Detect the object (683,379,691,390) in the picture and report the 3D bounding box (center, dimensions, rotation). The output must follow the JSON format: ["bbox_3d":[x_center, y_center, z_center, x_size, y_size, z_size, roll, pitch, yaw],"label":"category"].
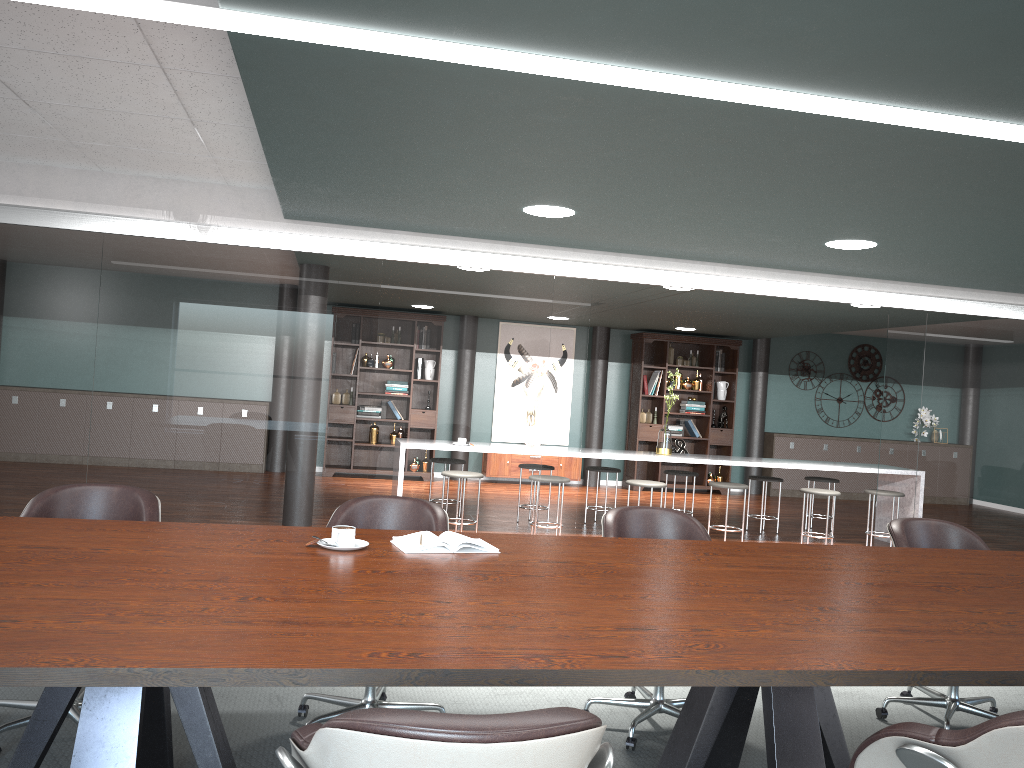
[{"bbox_3d":[2.259,-0.008,11.433,0.099,0.169,0.099,4,0,-37],"label":"object"}]

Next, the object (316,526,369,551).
[{"bbox_3d":[-0.475,0.432,2.497,0.146,0.056,0.146,4,0,13],"label":"object"}]

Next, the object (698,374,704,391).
[{"bbox_3d":[2.434,-0.023,11.487,0.092,0.222,0.092,4,0,23],"label":"object"}]

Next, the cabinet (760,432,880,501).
[{"bbox_3d":[0.233,0.837,11.105,12.287,0.820,0.402,4,0,-11],"label":"cabinet"}]

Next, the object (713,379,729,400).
[{"bbox_3d":[2.681,0.076,11.528,0.268,0.262,0.137,4,0,28],"label":"object"}]

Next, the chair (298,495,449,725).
[{"bbox_3d":[-0.452,0.789,3.022,0.535,0.761,0.518,4,0,9],"label":"chair"}]

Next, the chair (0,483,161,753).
[{"bbox_3d":[-1.379,0.725,2.833,0.535,0.761,0.518,4,0,-5],"label":"chair"}]

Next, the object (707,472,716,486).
[{"bbox_3d":[2.552,1.219,11.380,0.144,0.175,0.073,4,0,-10],"label":"object"}]

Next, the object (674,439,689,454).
[{"bbox_3d":[2.166,0.841,11.452,0.233,0.268,0.051,4,0,-11],"label":"object"}]

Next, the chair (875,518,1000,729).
[{"bbox_3d":[1.713,0.938,3.463,0.535,0.761,0.518,4,0,-5],"label":"chair"}]

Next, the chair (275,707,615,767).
[{"bbox_3d":[-0.095,0.808,1.372,0.533,0.761,0.523,4,0,-30],"label":"chair"}]

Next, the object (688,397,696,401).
[{"bbox_3d":[2.316,0.194,11.428,0.104,0.052,0.100,4,0,-7],"label":"object"}]

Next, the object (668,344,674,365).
[{"bbox_3d":[2.023,-0.378,11.373,0.104,0.273,0.104,4,0,25],"label":"object"}]

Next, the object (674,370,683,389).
[{"bbox_3d":[2.131,-0.058,11.384,0.114,0.251,0.114,4,0,14],"label":"object"}]

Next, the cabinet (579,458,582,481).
[{"bbox_3d":[0.249,0.984,11.130,1.200,0.379,0.368,4,0,-11],"label":"cabinet"}]

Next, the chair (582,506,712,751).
[{"bbox_3d":[0.539,0.857,3.224,0.535,0.761,0.518,4,0,-5],"label":"chair"}]

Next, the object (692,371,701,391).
[{"bbox_3d":[2.371,-0.045,11.379,0.108,0.256,0.108,4,0,23],"label":"object"}]

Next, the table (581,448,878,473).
[{"bbox_3d":[1.294,0.957,7.605,4.577,0.699,0.609,4,0,-11],"label":"table"}]

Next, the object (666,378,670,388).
[{"bbox_3d":[1.973,-0.030,11.370,0.105,0.172,0.105,4,0,-16],"label":"object"}]

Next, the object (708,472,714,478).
[{"bbox_3d":[2.567,1.224,11.508,0.099,0.169,0.099,4,0,-37],"label":"object"}]

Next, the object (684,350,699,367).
[{"bbox_3d":[2.295,-0.333,11.412,0.196,0.221,0.184,4,0,-11],"label":"object"}]

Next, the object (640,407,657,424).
[{"bbox_3d":[1.712,0.390,11.298,0.250,0.221,0.186,4,0,-13],"label":"object"}]

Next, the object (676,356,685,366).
[{"bbox_3d":[2.157,-0.295,11.373,0.096,0.126,0.106,4,0,39],"label":"object"}]

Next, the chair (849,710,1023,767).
[{"bbox_3d":[0.923,0.878,1.580,0.533,0.761,0.523,4,0,-35],"label":"chair"}]

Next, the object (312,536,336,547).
[{"bbox_3d":[-0.532,0.446,2.495,0.034,0.012,0.155,4,0,-34],"label":"object"}]

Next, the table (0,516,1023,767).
[{"bbox_3d":[1.413,0.943,2.513,6.694,0.706,1.374,4,0,-11],"label":"table"}]

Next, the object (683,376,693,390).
[{"bbox_3d":[2.244,-0.013,11.305,0.144,0.175,0.073,4,0,-10],"label":"object"}]

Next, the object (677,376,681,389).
[{"bbox_3d":[2.121,-0.029,11.276,0.040,0.191,0.040,4,0,-2],"label":"object"}]

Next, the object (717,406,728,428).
[{"bbox_3d":[2.721,0.425,11.492,0.116,0.286,0.215,4,0,-16],"label":"object"}]

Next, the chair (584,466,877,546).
[{"bbox_3d":[1.305,1.052,7.668,4.029,0.512,1.479,4,0,-12],"label":"chair"}]

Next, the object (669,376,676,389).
[{"bbox_3d":[2.046,-0.019,11.290,0.079,0.161,0.080,4,0,14],"label":"object"}]

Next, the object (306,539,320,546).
[{"bbox_3d":[-0.558,0.443,2.481,0.041,0.021,0.044,4,0,-19],"label":"object"}]

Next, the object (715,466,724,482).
[{"bbox_3d":[2.679,1.187,11.454,0.108,0.256,0.108,4,0,23],"label":"object"}]
